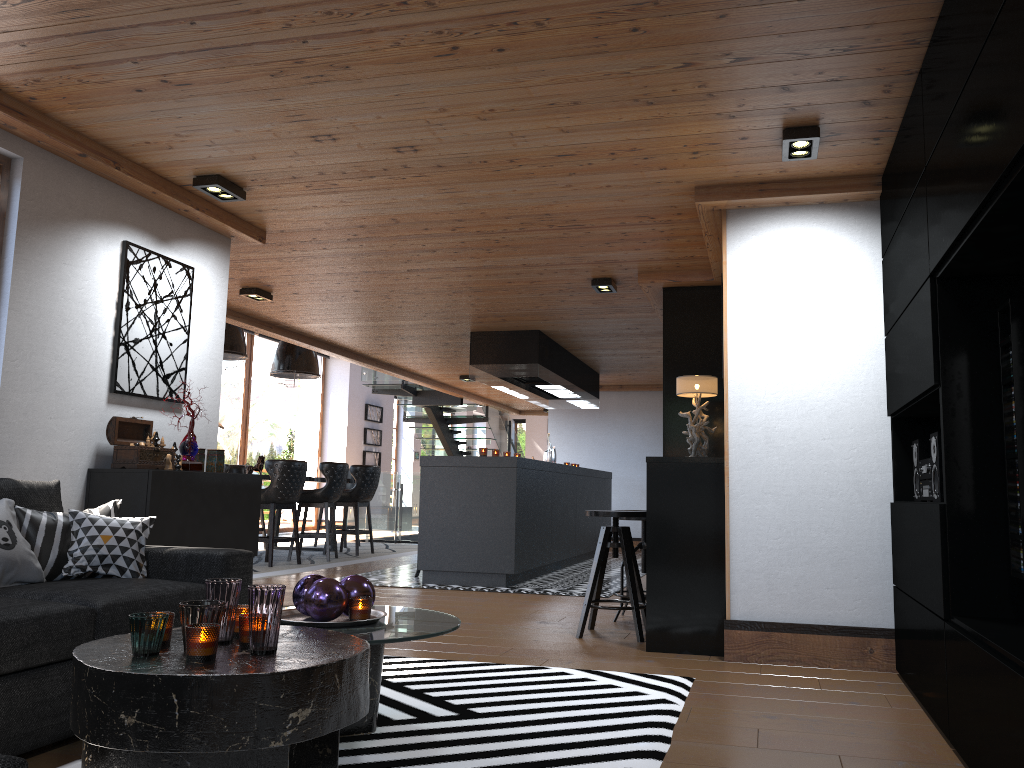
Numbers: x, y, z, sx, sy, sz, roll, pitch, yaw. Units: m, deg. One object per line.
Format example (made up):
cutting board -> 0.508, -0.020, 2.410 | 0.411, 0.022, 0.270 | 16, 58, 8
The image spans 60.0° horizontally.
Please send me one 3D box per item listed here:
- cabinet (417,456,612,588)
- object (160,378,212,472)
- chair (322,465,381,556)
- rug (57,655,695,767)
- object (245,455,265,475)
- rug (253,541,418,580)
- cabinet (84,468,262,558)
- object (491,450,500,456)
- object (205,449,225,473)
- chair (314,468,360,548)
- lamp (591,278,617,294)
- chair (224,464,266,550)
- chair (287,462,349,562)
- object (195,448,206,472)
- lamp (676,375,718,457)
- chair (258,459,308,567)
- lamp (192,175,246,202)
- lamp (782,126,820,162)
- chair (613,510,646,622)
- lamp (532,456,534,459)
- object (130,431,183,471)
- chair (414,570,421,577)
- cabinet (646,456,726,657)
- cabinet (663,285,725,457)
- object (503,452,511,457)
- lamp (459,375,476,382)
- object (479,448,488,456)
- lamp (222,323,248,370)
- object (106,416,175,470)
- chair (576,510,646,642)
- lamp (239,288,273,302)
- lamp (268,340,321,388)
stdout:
cabinet -> 0.270, 1.467, 9.893 | 0.883, 1.106, 4.822 | -1, -7, 16
object -> -1.740, 0.217, 4.748 | 0.151, 0.505, 0.326 | -1, -8, 15
chair -> -1.909, 1.538, 10.801 | 0.565, 1.094, 0.506 | -1, -8, 14
rug -> -0.373, 1.132, 2.763 | 1.651, 0.020, 2.913 | -1, -7, 15
object -> -3.001, 0.952, 10.339 | 0.222, 0.254, 0.115 | 4, -8, -22
rug -> -2.761, 2.036, 10.509 | 2.536, 0.047, 5.656 | -1, -7, 16
cabinet -> -1.739, 0.694, 4.639 | 0.356, 0.469, 0.959 | -1, -7, 16
object -> -0.152, 0.648, 8.166 | 0.080, 0.081, 0.078 | 5, -8, -29
object -> -1.675, 0.436, 5.002 | 0.108, 0.135, 0.097 | 1, -8, 6
chair -> -2.368, 1.701, 12.206 | 0.501, 1.094, 0.570 | -1, -8, 14
lamp -> 0.695, -0.745, 6.667 | 0.154, 0.068, 0.262 | -1, -7, 16
chair -> -3.432, 1.559, 11.149 | 0.563, 1.094, 0.508 | -2, -8, 24
chair -> -2.128, 1.419, 9.866 | 0.568, 1.094, 0.503 | 1, -8, -1
object -> -1.753, 0.422, 4.894 | 0.098, 0.135, 0.107 | 8, -10, -42
lamp -> 1.125, 0.218, 5.387 | 0.245, 0.517, 0.249 | -1, -8, 19
chair -> -2.418, 1.328, 9.096 | 0.563, 1.094, 0.508 | -2, -8, 24
lamp -> -1.538, -1.035, 4.672 | 0.154, 0.068, 0.262 | -1, -7, 16
lamp -> 1.276, -1.069, 3.926 | 0.154, 0.068, 0.262 | -1, -7, 16
chair -> 0.865, 1.191, 5.804 | 0.438, 0.718, 0.444 | -1, -8, 19
lamp -> 0.193, 3.059, 26.069 | 0.521, 1.902, 1.335 | -4, -9, 36
object -> -1.770, 0.336, 4.466 | 0.200, 0.197, 0.358 | -3, -8, 27
chair -> -0.603, 1.411, 8.510 | 0.466, 0.841, 0.541 | -1, -8, 17
cabinet -> 1.132, 0.985, 5.375 | 0.427, 1.012, 1.632 | -1, -8, 16
cabinet -> 2.202, 0.795, 9.340 | 0.540, 2.385, 6.458 | -1, -7, 16
object -> -0.051, 0.693, 8.516 | 0.080, 0.081, 0.078 | 5, -8, -29
lamp -> -0.616, -0.081, 12.284 | 0.154, 0.068, 0.262 | -1, -7, 16
object -> -0.254, 0.603, 7.815 | 0.080, 0.081, 0.078 | 5, -8, -29
lamp -> -3.068, -2.480, 9.695 | 0.627, 4.694, 0.614 | 6, -9, -29
object -> -1.851, 0.295, 4.438 | 0.208, 0.271, 0.288 | -1, -8, 16
chair -> 0.600, 1.102, 5.147 | 0.390, 0.722, 0.394 | -1, -8, 15
lamp -> -2.082, -0.733, 7.220 | 0.154, 0.068, 0.262 | -1, -7, 16
lamp -> -2.626, -2.284, 11.219 | 0.627, 4.694, 0.614 | 6, -9, -29
